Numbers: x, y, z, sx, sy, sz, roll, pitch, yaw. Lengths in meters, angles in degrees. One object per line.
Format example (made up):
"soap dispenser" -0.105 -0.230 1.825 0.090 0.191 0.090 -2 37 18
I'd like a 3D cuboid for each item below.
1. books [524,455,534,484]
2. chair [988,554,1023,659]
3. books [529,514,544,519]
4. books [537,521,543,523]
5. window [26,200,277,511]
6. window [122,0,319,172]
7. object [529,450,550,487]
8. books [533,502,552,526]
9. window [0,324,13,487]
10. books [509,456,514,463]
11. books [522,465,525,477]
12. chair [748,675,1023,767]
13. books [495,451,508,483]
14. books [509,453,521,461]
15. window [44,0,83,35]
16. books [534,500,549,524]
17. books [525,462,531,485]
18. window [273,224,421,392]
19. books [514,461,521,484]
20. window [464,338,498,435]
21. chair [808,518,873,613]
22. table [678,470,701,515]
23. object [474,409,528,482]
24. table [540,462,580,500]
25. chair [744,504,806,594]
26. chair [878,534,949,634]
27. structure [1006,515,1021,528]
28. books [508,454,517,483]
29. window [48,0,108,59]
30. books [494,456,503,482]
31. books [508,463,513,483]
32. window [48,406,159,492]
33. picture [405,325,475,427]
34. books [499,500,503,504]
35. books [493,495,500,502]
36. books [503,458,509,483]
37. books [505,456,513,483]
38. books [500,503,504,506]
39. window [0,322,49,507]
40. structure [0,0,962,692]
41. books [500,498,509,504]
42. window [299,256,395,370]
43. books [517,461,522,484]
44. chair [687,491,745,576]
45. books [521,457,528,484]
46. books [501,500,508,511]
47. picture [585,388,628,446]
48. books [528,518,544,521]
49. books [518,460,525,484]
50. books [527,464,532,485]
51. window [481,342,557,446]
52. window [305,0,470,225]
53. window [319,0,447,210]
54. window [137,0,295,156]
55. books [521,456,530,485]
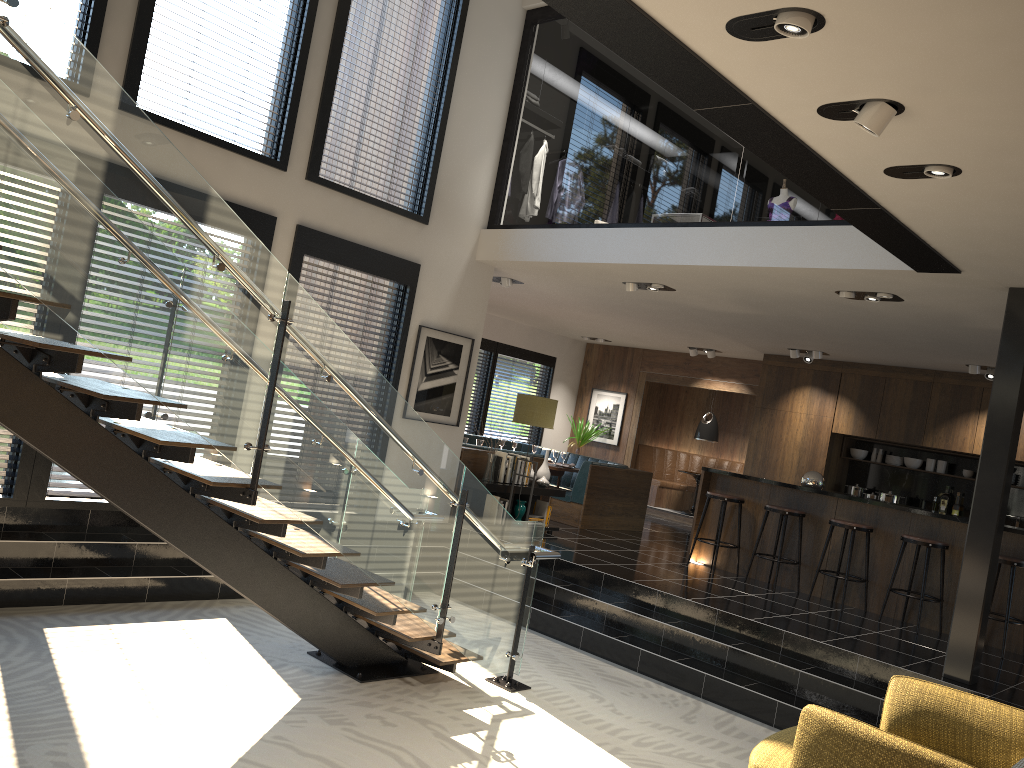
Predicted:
"books" 0.158 0.935 9.688 0.131 0.307 0.022 9 -1 43
"chair" 4.060 1.834 7.384 0.413 0.799 0.412 11 -1 -38
"books" 0.205 1.448 9.724 0.274 0.025 0.156 12 -2 -44
"books" 0.198 1.496 9.722 0.156 0.025 0.275 9 -2 39
"window" -2.764 -0.276 6.811 0.358 2.475 1.500 9 -2 43
"window" -2.213 -3.075 6.906 0.358 2.475 1.395 9 -2 43
"object" 0.317 0.931 9.866 0.319 0.398 0.316 10 -1 19
"books" 0.330 1.446 9.876 0.231 0.232 0.037 9 -2 43
"window" -3.802 -0.498 5.764 0.005 2.296 1.315 9 -2 43
"books" -0.060 0.901 9.438 0.141 0.280 0.031 9 -1 43
"books" 0.060 0.942 9.560 0.142 0.250 0.029 9 -1 43
"chair" 1.157 0.988 2.225 1.029 1.097 0.808 9 -2 42
"books" -0.134 0.867 9.316 0.160 0.312 0.035 9 -1 43
"books" 0.005 0.902 9.499 0.155 0.305 0.032 9 -1 43
"window" -3.318 -3.312 5.784 0.005 2.296 1.222 9 -1 43
"books" 0.320 1.428 9.846 0.156 0.263 0.026 9 -1 43
"books" 0.124 0.955 9.611 0.161 0.250 0.028 9 -2 43
"window" -1.674 -0.039 8.023 0.358 2.475 1.395 9 -2 43
"books" -0.004 0.925 9.464 0.201 0.255 0.025 9 -2 43
"window" -1.039 0.334 13.679 0.312 2.372 1.507 9 -2 43
"chair" 3.100 1.688 8.277 0.413 0.799 0.412 11 -1 -38
"table" 2.950 1.760 14.206 0.702 0.643 0.703 10 -1 17
"object" -0.160 0.646 9.188 0.607 0.744 0.406 10 -1 3
"table" 0.201 1.342 11.915 1.536 0.661 0.824 9 -2 43
"chair" 2.620 1.614 8.723 0.413 0.799 0.412 11 -1 -38
"chair" 3.580 1.761 7.831 0.413 0.799 0.412 11 -1 -38
"structure" 5.851 1.667 10.482 0.242 0.231 0.174 9 -2 42
"books" -0.037 0.897 9.460 0.169 0.298 0.032 9 -1 43
"window" -3.272 -3.305 5.730 0.358 2.475 1.395 9 -2 43
"books" -0.183 0.883 9.317 0.156 0.263 0.026 9 -1 43
"books" -0.077 0.930 9.410 0.170 0.214 0.025 9 -2 43
"window" -2.811 -0.283 6.866 0.005 2.296 1.315 9 -2 43
"picture" -0.717 -0.065 8.784 0.028 0.911 0.749 9 -2 43
"books" -0.182 1.328 9.279 0.166 0.245 0.030 9 -2 43
"books" -0.216 1.300 9.242 0.176 0.284 0.031 9 -2 43
"books" -0.125 0.895 9.346 0.172 0.262 0.030 9 -2 43
"books" -0.081 0.897 9.382 0.160 0.276 0.030 9 -1 43
"books" -0.178 1.340 9.237 0.195 0.218 0.024 9 -2 43
"window" -3.756 -0.492 5.710 0.358 2.475 1.500 9 -2 43
"structure" -0.708 -0.240 4.130 3.443 4.867 7.289 9 -2 42
"books" -0.129 1.331 9.346 0.159 0.261 0.067 9 -2 43
"window" -1.720 -0.046 8.077 0.005 2.296 1.222 9 -1 43
"books" 0.027 0.936 9.510 0.148 0.246 0.023 9 -2 43
"chair" 2.140 1.541 9.170 0.413 0.799 0.412 11 -1 -38
"books" 0.086 0.932 9.577 0.154 0.280 0.028 9 -1 43
"books" -0.142 1.336 9.286 0.193 0.244 0.036 9 -2 43
"picture" 1.600 0.562 15.263 0.747 0.911 0.028 9 -2 43
"books" 0.204 1.473 9.720 0.167 0.024 0.261 9 -2 39
"books" 0.042 0.935 9.536 0.194 0.255 0.034 9 -2 43
"books" 0.142 0.972 9.663 0.129 0.227 0.026 9 -1 43
"window" -0.043 0.550 14.786 0.312 2.372 1.507 9 -2 43
"window" -1.162 -2.847 8.074 0.358 2.475 1.395 9 -2 43
"window" -1.209 -2.854 8.127 0.005 2.296 1.222 9 -1 43
"window" -2.260 -3.082 6.960 0.005 2.296 1.222 9 -1 43
"books" 0.101 0.928 9.600 0.177 0.294 0.025 9 -2 43
